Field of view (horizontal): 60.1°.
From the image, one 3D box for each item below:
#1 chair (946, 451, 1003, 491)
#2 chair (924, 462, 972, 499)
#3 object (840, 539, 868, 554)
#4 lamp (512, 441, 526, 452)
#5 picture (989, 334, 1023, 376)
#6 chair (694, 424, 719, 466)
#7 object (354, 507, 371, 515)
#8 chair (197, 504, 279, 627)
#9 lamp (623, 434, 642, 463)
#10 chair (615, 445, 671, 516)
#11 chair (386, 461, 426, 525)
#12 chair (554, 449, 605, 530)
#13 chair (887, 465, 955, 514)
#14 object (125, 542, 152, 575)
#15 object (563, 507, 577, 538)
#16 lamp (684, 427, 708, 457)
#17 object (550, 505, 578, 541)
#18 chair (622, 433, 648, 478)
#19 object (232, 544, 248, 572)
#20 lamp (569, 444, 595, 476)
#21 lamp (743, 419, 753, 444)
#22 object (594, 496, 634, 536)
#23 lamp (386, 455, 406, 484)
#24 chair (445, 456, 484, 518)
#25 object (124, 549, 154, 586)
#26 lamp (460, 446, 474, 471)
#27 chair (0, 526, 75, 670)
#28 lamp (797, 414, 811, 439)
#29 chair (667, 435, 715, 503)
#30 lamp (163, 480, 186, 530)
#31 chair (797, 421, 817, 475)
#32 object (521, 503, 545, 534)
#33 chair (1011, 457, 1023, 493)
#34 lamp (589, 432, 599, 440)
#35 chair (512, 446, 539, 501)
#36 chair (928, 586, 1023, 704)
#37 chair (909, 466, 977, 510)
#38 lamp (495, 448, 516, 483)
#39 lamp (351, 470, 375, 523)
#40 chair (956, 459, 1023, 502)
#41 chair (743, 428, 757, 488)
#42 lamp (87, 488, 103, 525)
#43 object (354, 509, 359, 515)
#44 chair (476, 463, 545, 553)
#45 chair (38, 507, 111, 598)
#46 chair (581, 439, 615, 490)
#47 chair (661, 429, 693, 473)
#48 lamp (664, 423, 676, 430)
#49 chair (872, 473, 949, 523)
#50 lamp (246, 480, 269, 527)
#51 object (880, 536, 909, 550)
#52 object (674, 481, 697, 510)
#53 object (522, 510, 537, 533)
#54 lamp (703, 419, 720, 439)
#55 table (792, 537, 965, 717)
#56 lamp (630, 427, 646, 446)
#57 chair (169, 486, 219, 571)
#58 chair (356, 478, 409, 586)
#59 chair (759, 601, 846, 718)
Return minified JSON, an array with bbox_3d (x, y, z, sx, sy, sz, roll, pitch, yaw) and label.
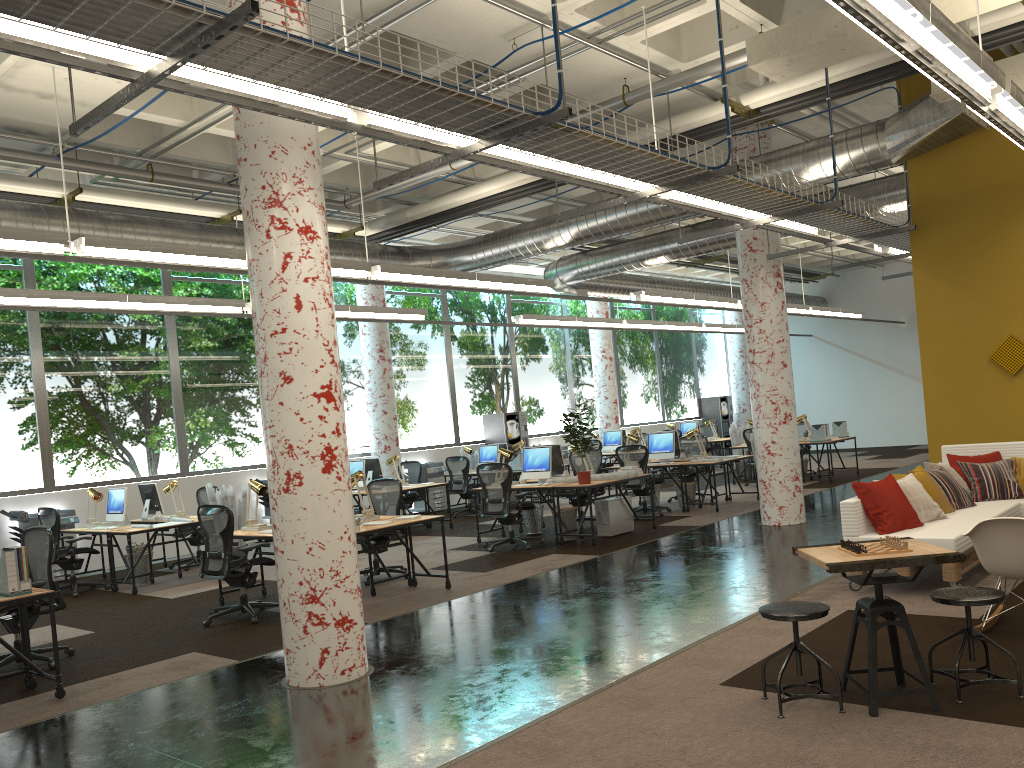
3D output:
[{"bbox_3d":[4.507,0.874,8.532,0.535,0.437,0.286,-6,-1,14],"label":"chair"},{"bbox_3d":[4.070,0.915,8.250,0.544,0.438,0.335,-4,-1,-44],"label":"chair"},{"bbox_3d":[1.714,0.807,4.450,0.056,0.053,0.250,-5,-2,1],"label":"object"},{"bbox_3d":[0.227,1.363,16.579,0.218,0.611,0.529,-5,-1,-29],"label":"lamp"},{"bbox_3d":[5.123,-0.297,9.075,0.425,0.424,0.047,-6,0,41],"label":"picture"},{"bbox_3d":[5.005,1.594,22.806,0.772,1.086,0.791,-6,-1,25],"label":"chair"},{"bbox_3d":[-2.520,2.246,14.782,0.359,0.435,0.352,-6,-1,38],"label":"object"},{"bbox_3d":[-2.549,1.624,8.208,0.772,1.086,0.791,-6,-1,25],"label":"chair"},{"bbox_3d":[1.887,1.105,14.263,0.208,0.611,0.529,-5,-1,-29],"label":"lamp"},{"bbox_3d":[1.946,1.450,13.456,0.772,1.086,0.791,-6,-1,25],"label":"chair"},{"bbox_3d":[-1.826,1.870,15.049,0.772,1.086,0.791,-6,-1,25],"label":"chair"},{"bbox_3d":[0.986,1.475,12.548,0.772,1.086,0.791,-6,-1,25],"label":"chair"},{"bbox_3d":[3.514,0.934,7.605,0.545,0.438,0.317,-4,-1,-36],"label":"chair"},{"bbox_3d":[-5.016,2.346,11.948,0.359,0.435,0.352,-6,-1,38],"label":"object"},{"bbox_3d":[0.738,1.783,11.394,0.236,0.403,0.119,-6,0,42],"label":"object"},{"bbox_3d":[2.992,0.997,14.127,0.208,0.611,0.529,-5,-1,-29],"label":"lamp"},{"bbox_3d":[0.681,1.772,11.338,0.359,0.435,0.352,-6,-1,38],"label":"object"},{"bbox_3d":[2.863,1.681,20.373,0.772,1.086,0.791,-6,-1,25],"label":"chair"},{"bbox_3d":[-3.381,2.172,10.783,0.353,0.398,0.353,-5,-1,-4],"label":"object"},{"bbox_3d":[0.974,1.052,11.736,0.208,0.611,0.529,-5,-1,-29],"label":"lamp"},{"bbox_3d":[4.581,0.989,17.175,0.218,0.611,0.529,-5,-1,-29],"label":"lamp"},{"bbox_3d":[1.339,1.713,11.532,0.221,0.455,0.540,-5,-1,41],"label":"object"},{"bbox_3d":[-1.838,1.447,14.237,0.208,0.611,0.529,-5,-1,-29],"label":"lamp"},{"bbox_3d":[-0.824,1.817,15.906,0.772,1.086,0.791,-6,-1,25],"label":"chair"},{"bbox_3d":[-4.626,2.268,11.005,0.359,0.435,0.352,-6,-1,38],"label":"object"},{"bbox_3d":[-0.882,1.472,16.712,0.208,0.611,0.529,-5,-1,-29],"label":"lamp"},{"bbox_3d":[-3.890,1.691,6.961,0.772,1.086,0.791,-6,-1,25],"label":"chair"},{"bbox_3d":[5.694,0.881,17.044,0.218,0.611,0.529,-5,-1,-29],"label":"lamp"},{"bbox_3d":[3.004,1.420,14.939,0.772,1.086,0.791,-6,-1,25],"label":"chair"},{"bbox_3d":[-4.334,1.547,11.403,0.208,0.611,0.529,-5,-1,-29],"label":"lamp"},{"bbox_3d":[5.702,1.304,17.854,0.772,1.086,0.791,-6,-1,25],"label":"chair"},{"bbox_3d":[0.292,1.851,12.281,0.359,0.435,0.352,-6,-1,38],"label":"object"},{"bbox_3d":[4.860,0.863,8.130,0.522,0.381,0.365,-6,-2,38],"label":"chair"},{"bbox_3d":[1.742,1.366,19.695,0.218,0.611,0.529,-5,-1,-29],"label":"lamp"},{"bbox_3d":[0.235,1.787,17.388,0.772,1.086,0.791,-6,-1,25],"label":"chair"},{"bbox_3d":[2.314,1.300,4.466,0.346,0.497,0.337,-5,-1,1],"label":"chair"},{"bbox_3d":[3.853,0.949,7.895,0.522,0.408,0.342,-4,-1,-33],"label":"chair"},{"bbox_3d":[-0.135,1.160,11.869,0.218,0.611,0.529,-5,-1,-29],"label":"lamp"},{"bbox_3d":[-1.499,1.171,8.881,0.218,0.611,0.529,-5,-1,-29],"label":"lamp"},{"bbox_3d":[4.470,0.904,8.240,0.517,0.392,0.358,-6,-1,10],"label":"chair"},{"bbox_3d":[4.644,1.334,16.371,0.772,1.086,0.791,-6,-1,25],"label":"chair"},{"bbox_3d":[-5.438,1.655,11.539,0.208,0.611,0.529,-5,-1,-29],"label":"lamp"},{"bbox_3d":[-2.575,2.262,14.726,0.236,0.403,0.119,-6,0,42],"label":"object"},{"bbox_3d":[-0.072,1.505,11.066,0.772,1.086,0.791,-6,-1,25],"label":"chair"},{"bbox_3d":[-5.380,2.000,10.733,0.772,1.086,0.791,-6,-1,25],"label":"chair"},{"bbox_3d":[1.805,1.711,18.891,0.772,1.086,0.791,-6,-1,25],"label":"chair"},{"bbox_3d":[3.947,1.624,21.324,0.772,1.086,0.791,-6,-1,25],"label":"chair"},{"bbox_3d":[3.884,1.280,22.127,0.218,0.611,0.529,-5,-1,-29],"label":"lamp"},{"bbox_3d":[3.286,0.959,7.299,0.524,0.401,0.332,-4,-1,-30],"label":"chair"},{"bbox_3d":[-2.612,1.280,9.012,0.218,0.611,0.529,-5,-1,-29],"label":"lamp"},{"bbox_3d":[1.915,0.788,4.444,0.056,0.053,0.251,-5,-2,2],"label":"object"},{"bbox_3d":[2.699,1.717,13.729,0.359,0.435,0.352,-6,-1,38],"label":"object"},{"bbox_3d":[0.237,1.867,12.225,0.236,0.403,0.119,-6,0,42],"label":"object"},{"bbox_3d":[4.997,1.171,21.996,0.218,0.611,0.529,-5,-1,-29],"label":"lamp"},{"bbox_3d":[1.842,1.212,4.446,0.626,0.759,0.616,-5,-1,1],"label":"table"},{"bbox_3d":[2.855,1.258,19.564,0.218,0.611,0.529,-5,-1,-29],"label":"lamp"},{"bbox_3d":[-4.321,1.970,12.215,0.772,1.086,0.791,-6,-1,25],"label":"chair"},{"bbox_3d":[-1.491,1.594,9.690,0.772,1.086,0.791,-6,-1,25],"label":"chair"},{"bbox_3d":[1.450,1.381,4.489,0.346,0.497,0.337,-5,-1,1],"label":"chair"}]
